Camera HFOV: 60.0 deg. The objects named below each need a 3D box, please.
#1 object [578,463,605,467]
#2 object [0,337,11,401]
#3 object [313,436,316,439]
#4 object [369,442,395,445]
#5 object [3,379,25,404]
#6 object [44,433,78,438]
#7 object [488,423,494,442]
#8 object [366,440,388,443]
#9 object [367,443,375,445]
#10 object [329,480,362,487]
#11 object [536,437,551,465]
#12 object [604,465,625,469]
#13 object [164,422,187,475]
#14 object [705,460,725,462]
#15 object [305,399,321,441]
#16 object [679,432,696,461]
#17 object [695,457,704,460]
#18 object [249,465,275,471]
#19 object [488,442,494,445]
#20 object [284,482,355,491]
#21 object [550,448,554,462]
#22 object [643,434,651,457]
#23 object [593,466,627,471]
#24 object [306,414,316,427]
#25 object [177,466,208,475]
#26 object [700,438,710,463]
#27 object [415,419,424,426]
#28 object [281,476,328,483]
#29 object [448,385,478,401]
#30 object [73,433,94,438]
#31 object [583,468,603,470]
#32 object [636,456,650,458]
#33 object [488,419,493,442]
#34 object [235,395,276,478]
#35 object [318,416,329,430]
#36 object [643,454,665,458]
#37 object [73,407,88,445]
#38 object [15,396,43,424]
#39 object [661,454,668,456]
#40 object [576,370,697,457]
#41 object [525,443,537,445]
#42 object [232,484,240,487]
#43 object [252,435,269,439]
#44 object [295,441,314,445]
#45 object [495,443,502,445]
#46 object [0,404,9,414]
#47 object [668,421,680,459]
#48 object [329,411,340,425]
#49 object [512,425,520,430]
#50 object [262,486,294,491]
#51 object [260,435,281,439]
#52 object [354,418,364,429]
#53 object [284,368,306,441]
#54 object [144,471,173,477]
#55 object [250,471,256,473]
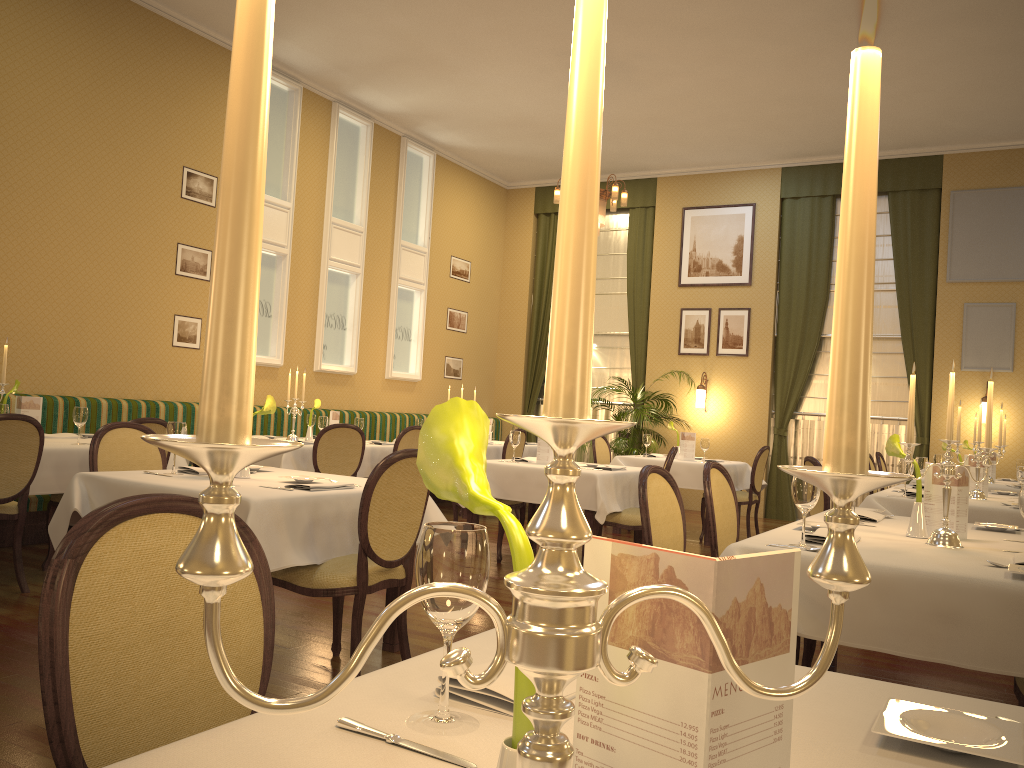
[{"bbox_3d":[0.589,0.598,6.509,0.160,0.024,0.160,3,-2,30],"label":"object"},{"bbox_3d":[-3.213,0.007,5.270,0.390,0.655,0.131,5,-2,-41],"label":"object"},{"bbox_3d":[-1.748,0.506,8.325,0.142,0.033,0.273,3,-2,30],"label":"object"},{"bbox_3d":[-1.144,0.538,7.995,0.142,0.024,0.273,3,-2,30],"label":"object"},{"bbox_3d":[-3.140,0.156,5.532,0.076,0.375,0.163,3,-2,11],"label":"object"},{"bbox_3d":[-3.079,0.348,5.976,0.142,0.033,0.273,3,-2,30],"label":"object"},{"bbox_3d":[-0.247,0.544,9.720,0.088,0.229,0.088,4,-2,-12],"label":"object"},{"bbox_3d":[-1.256,0.535,8.180,0.160,0.024,0.160,3,-2,30],"label":"object"},{"bbox_3d":[-1.295,0.529,7.863,0.185,0.010,0.017,3,-2,30],"label":"object"},{"bbox_3d":[-0.735,0.436,3.898,0.181,0.015,0.038,3,-2,31],"label":"object"},{"bbox_3d":[0.225,0.450,6.511,0.081,0.277,0.166,4,-2,-14],"label":"object"},{"bbox_3d":[0.761,0.614,6.540,0.181,0.015,0.038,3,-2,31],"label":"object"},{"bbox_3d":[-1.477,0.282,3.891,0.088,0.229,0.088,4,-2,-12],"label":"object"},{"bbox_3d":[1.992,0.760,8.766,0.142,0.024,0.273,3,-2,30],"label":"object"},{"bbox_3d":[-1.738,0.314,7.736,0.076,0.375,0.163,5,-2,-38],"label":"object"},{"bbox_3d":[1.709,0.613,8.719,0.166,0.277,0.081,2,-2,36],"label":"object"},{"bbox_3d":[1.906,0.763,9.079,0.160,0.024,0.160,3,-2,30],"label":"object"},{"bbox_3d":[-1.266,0.412,4.309,0.160,0.024,0.160,3,-2,30],"label":"object"},{"bbox_3d":[-0.327,0.634,9.541,0.142,0.033,0.273,3,-2,30],"label":"object"},{"bbox_3d":[-0.796,0.423,3.683,0.142,0.024,0.273,3,-2,30],"label":"object"},{"bbox_3d":[0.357,0.409,6.565,0.163,0.375,0.076,3,-2,6],"label":"object"},{"bbox_3d":[1.347,0.618,8.876,0.088,0.229,0.088,4,-2,-12],"label":"object"},{"bbox_3d":[0.701,0.601,6.324,0.142,0.024,0.273,3,-2,30],"label":"object"},{"bbox_3d":[-1.853,0.393,8.155,0.088,0.229,0.088,4,-2,-18],"label":"object"},{"bbox_3d":[-1.372,0.395,4.060,0.142,0.033,0.273,3,-2,30],"label":"object"},{"bbox_3d":[1.835,0.635,8.448,0.088,0.229,0.088,4,-2,-12],"label":"object"},{"bbox_3d":[-1.011,0.494,9.650,0.088,0.229,0.088,4,-2,-12],"label":"object"},{"bbox_3d":[-0.908,0.420,3.867,0.160,0.024,0.160,3,-2,30],"label":"object"},{"bbox_3d":[-0.568,0.318,9.841,0.390,0.655,0.131,2,-2,35],"label":"object"},{"bbox_3d":[-2.973,0.365,6.225,0.160,0.024,0.160,3,-2,30],"label":"object"},{"bbox_3d":[0.550,0.592,6.192,0.185,0.010,0.017,3,-2,30],"label":"object"},{"bbox_3d":[1.306,0.722,8.795,0.185,0.010,0.017,3,-2,31],"label":"object"},{"bbox_3d":[-0.314,0.531,10.147,0.081,0.277,0.166,5,-3,-44],"label":"object"},{"bbox_3d":[-1.140,0.231,3.924,0.163,0.375,0.076,3,-2,6],"label":"object"},{"bbox_3d":[-1.576,0.386,7.376,0.088,0.229,0.088,4,-2,-12],"label":"object"},{"bbox_3d":[1.452,0.730,9.045,0.142,0.033,0.273,3,-2,30],"label":"object"},{"bbox_3d":[-2.656,0.257,5.448,0.088,0.229,0.088,4,-2,-12],"label":"object"},{"bbox_3d":[-2.980,0.213,5.415,0.166,0.277,0.081,4,-2,1],"label":"object"},{"bbox_3d":[1.558,0.748,9.294,0.160,0.024,0.160,3,-2,30],"label":"object"},{"bbox_3d":[1.552,0.682,11.272,1.496,1.807,1.552,3,-2,10],"label":"object"},{"bbox_3d":[0.184,0.696,10.340,0.142,0.024,0.273,3,-2,30],"label":"object"},{"bbox_3d":[-1.121,0.294,3.552,0.088,0.229,0.088,4,-2,-12],"label":"object"},{"bbox_3d":[-2.193,0.451,7.464,0.142,0.033,0.273,3,-2,30],"label":"object"},{"bbox_3d":[-1.656,0.476,7.196,0.142,0.033,0.273,3,-2,30],"label":"object"},{"bbox_3d":[-0.196,0.659,9.803,0.185,0.010,0.017,3,-2,30],"label":"object"},{"bbox_3d":[-2.906,0.228,5.027,0.088,0.229,0.088,4,-2,-12],"label":"object"},{"bbox_3d":[1.640,0.565,8.929,0.076,0.375,0.163,5,-2,-38],"label":"object"},{"bbox_3d":[-1.581,0.380,7.885,0.081,0.277,0.166,4,-2,-9],"label":"object"},{"bbox_3d":[0.044,0.574,10.096,0.088,0.229,0.088,4,-2,-12],"label":"object"},{"bbox_3d":[-0.947,0.414,3.551,0.185,0.010,0.017,3,-2,30],"label":"object"},{"bbox_3d":[-2.119,0.468,7.768,0.160,0.024,0.160,3,-2,30],"label":"object"},{"bbox_3d":[-1.349,0.413,7.794,0.088,0.229,0.088,4,-2,-12],"label":"object"},{"bbox_3d":[-1.850,0.165,7.562,0.390,0.655,0.131,2,-3,44],"label":"object"},{"bbox_3d":[-1.518,0.386,3.810,0.185,0.010,0.017,3,-2,31],"label":"object"},{"bbox_3d":[-1.277,0.412,4.197,0.181,0.015,0.038,3,-2,31],"label":"object"}]
